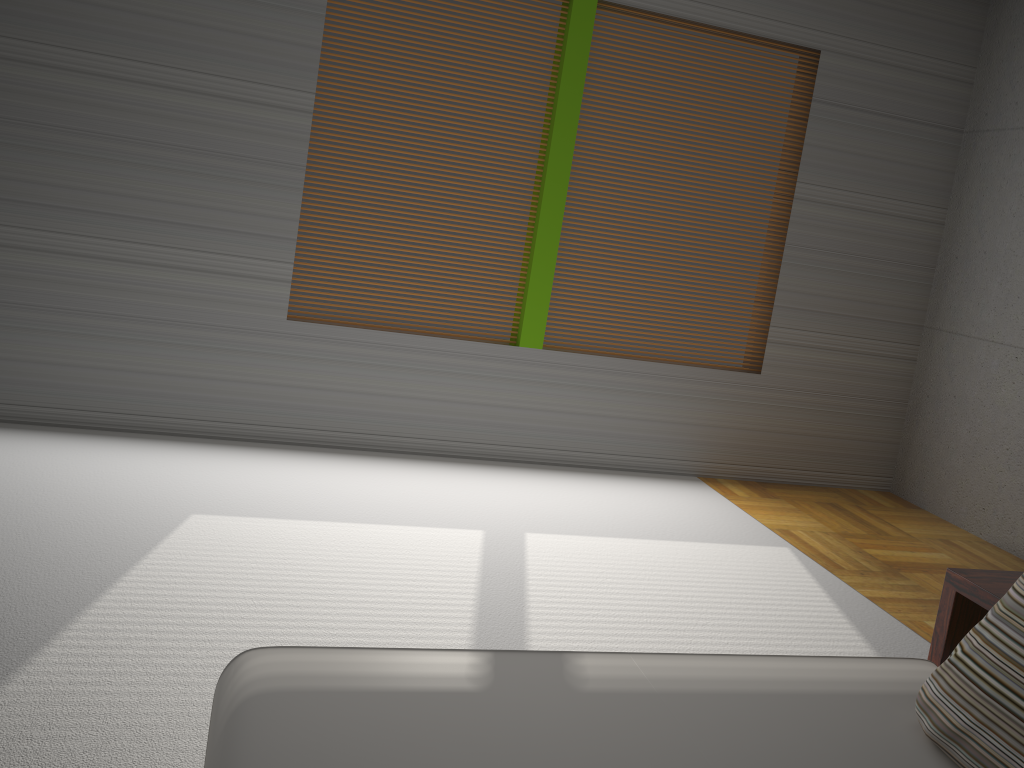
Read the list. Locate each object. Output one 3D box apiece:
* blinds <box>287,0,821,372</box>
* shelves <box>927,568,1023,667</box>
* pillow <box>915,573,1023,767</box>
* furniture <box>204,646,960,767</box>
[{"bbox_3d":[0.174,-1.113,4.919,3.522,2.029,0.012,6,7,-16],"label":"blinds"},{"bbox_3d":[1.432,1.041,1.077,0.399,0.708,2.281,7,10,-16],"label":"shelves"},{"bbox_3d":[1.103,0.473,1.368,0.489,0.604,0.811,7,9,-16],"label":"pillow"},{"bbox_3d":[0.463,1.036,0.836,1.608,0.517,2.198,6,11,-16],"label":"furniture"}]
